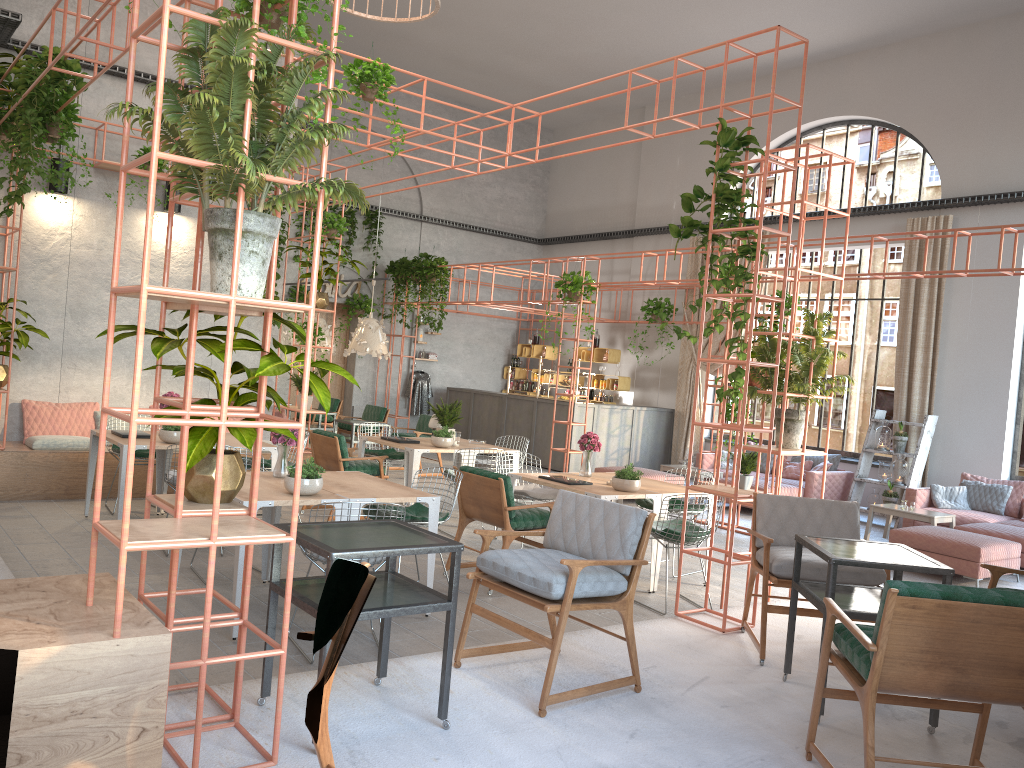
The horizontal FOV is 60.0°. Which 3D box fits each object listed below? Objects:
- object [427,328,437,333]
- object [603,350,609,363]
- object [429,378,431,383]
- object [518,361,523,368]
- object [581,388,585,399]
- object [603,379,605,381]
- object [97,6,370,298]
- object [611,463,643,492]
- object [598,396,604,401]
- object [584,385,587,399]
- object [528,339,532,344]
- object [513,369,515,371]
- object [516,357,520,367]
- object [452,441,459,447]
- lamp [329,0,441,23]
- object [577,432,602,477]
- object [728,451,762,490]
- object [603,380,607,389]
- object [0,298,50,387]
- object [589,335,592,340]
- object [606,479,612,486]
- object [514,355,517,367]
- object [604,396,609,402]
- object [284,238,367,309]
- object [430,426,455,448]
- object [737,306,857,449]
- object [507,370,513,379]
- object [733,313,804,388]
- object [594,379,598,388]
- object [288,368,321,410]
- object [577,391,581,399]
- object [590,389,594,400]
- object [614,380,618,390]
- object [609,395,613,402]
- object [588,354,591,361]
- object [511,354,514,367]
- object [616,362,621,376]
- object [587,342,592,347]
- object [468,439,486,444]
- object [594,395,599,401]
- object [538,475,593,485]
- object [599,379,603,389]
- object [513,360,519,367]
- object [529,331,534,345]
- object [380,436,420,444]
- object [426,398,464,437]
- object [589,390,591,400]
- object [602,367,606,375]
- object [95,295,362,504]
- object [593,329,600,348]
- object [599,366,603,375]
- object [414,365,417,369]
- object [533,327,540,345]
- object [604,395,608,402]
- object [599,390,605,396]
[{"bbox_3d":[-1.671,-1.140,18.745,0.263,0.101,0.013,4,1,-38],"label":"object"},{"bbox_3d":[1.874,-0.550,17.540,0.137,0.261,0.137,5,1,-2],"label":"object"},{"bbox_3d":[-1.739,-0.087,18.847,0.033,0.146,0.070,5,1,24],"label":"object"},{"bbox_3d":[0.190,-0.439,19.800,0.115,0.147,0.115,5,1,7],"label":"object"},{"bbox_3d":[1.436,0.180,17.875,0.082,0.246,0.082,5,1,-5],"label":"object"},{"bbox_3d":[1.835,0.006,17.603,0.069,0.191,0.069,5,1,1],"label":"object"},{"bbox_3d":[-0.981,-0.869,3.294,0.894,1.101,0.900,5,1,17],"label":"object"},{"bbox_3d":[0.948,0.773,7.350,0.247,0.247,0.252,4,1,-38],"label":"object"},{"bbox_3d":[1.757,0.287,17.458,0.115,0.107,0.115,5,1,19],"label":"object"},{"bbox_3d":[1.492,0.164,17.813,0.066,0.291,0.066,6,1,37],"label":"object"},{"bbox_3d":[0.398,-0.924,19.327,0.088,0.123,0.088,5,1,19],"label":"object"},{"bbox_3d":[0.059,-0.222,19.709,0.072,0.248,0.094,4,1,-38],"label":"object"},{"bbox_3d":[0.143,-0.517,19.890,0.066,0.291,0.066,5,1,2],"label":"object"},{"bbox_3d":[-0.641,0.652,9.833,0.115,0.078,0.115,4,1,-32],"label":"object"},{"bbox_3d":[-0.824,-4.570,6.513,0.883,3.476,0.883,5,1,15],"label":"lamp"},{"bbox_3d":[0.701,0.641,8.103,0.225,0.414,0.213,6,1,45],"label":"object"},{"bbox_3d":[2.877,1.037,10.917,0.438,0.527,0.368,4,1,-37],"label":"object"},{"bbox_3d":[1.819,0.008,17.375,0.069,0.191,0.069,5,1,-20],"label":"object"},{"bbox_3d":[-5.197,-0.427,8.931,0.934,0.919,0.903,5,1,24],"label":"object"},{"bbox_3d":[1.612,-0.885,18.039,0.134,0.301,0.134,6,1,41],"label":"object"},{"bbox_3d":[0.872,0.845,7.637,0.115,0.073,0.115,4,1,-43],"label":"object"},{"bbox_3d":[0.077,-0.521,19.842,0.066,0.291,0.066,4,1,-31],"label":"object"},{"bbox_3d":[1.856,0.294,17.534,0.115,0.107,0.115,4,1,-31],"label":"object"},{"bbox_3d":[-2.318,-1.394,11.013,0.934,0.947,0.903,5,1,14],"label":"object"},{"bbox_3d":[-0.748,0.560,9.545,0.248,0.247,0.254,4,1,-38],"label":"object"},{"bbox_3d":[2.213,-0.043,6.954,0.894,1.100,0.900,5,1,-8],"label":"object"},{"bbox_3d":[-0.029,-0.206,19.842,0.131,0.207,0.131,5,1,7],"label":"object"},{"bbox_3d":[3.114,-0.414,10.862,0.923,0.946,0.924,5,1,19],"label":"object"},{"bbox_3d":[1.665,-0.009,17.577,0.069,0.191,0.069,4,1,-26],"label":"object"},{"bbox_3d":[-2.576,0.056,11.043,0.438,0.527,0.368,4,1,-37],"label":"object"},{"bbox_3d":[1.378,0.173,17.958,0.072,0.248,0.094,4,1,-38],"label":"object"},{"bbox_3d":[1.622,0.175,17.924,0.074,0.287,0.072,5,1,-6],"label":"object"},{"bbox_3d":[2.040,0.023,17.157,0.131,0.207,0.131,5,1,7],"label":"object"},{"bbox_3d":[1.963,0.291,17.522,0.073,0.131,0.073,4,1,-45],"label":"object"},{"bbox_3d":[1.589,-0.520,17.804,0.123,0.142,0.141,4,1,-38],"label":"object"},{"bbox_3d":[0.016,-0.526,19.795,0.066,0.291,0.066,5,1,22],"label":"object"},{"bbox_3d":[2.074,-0.293,17.329,0.075,0.273,0.075,6,1,41],"label":"object"},{"bbox_3d":[1.561,-0.795,17.805,0.088,0.123,0.088,5,1,19],"label":"object"},{"bbox_3d":[-0.408,0.674,10.337,0.218,0.041,0.218,4,1,-29],"label":"object"},{"bbox_3d":[1.679,0.278,17.561,0.115,0.107,0.115,4,1,-40],"label":"object"},{"bbox_3d":[0.458,0.833,7.629,0.268,0.031,0.427,4,1,-38],"label":"object"},{"bbox_3d":[1.764,0.002,17.447,0.069,0.191,0.069,5,1,-2],"label":"object"},{"bbox_3d":[0.086,-0.446,19.720,0.115,0.147,0.115,5,1,7],"label":"object"},{"bbox_3d":[0.450,-1.014,19.561,0.134,0.301,0.134,6,1,41],"label":"object"},{"bbox_3d":[-1.240,0.620,9.825,0.268,0.031,0.427,4,1,-38],"label":"object"},{"bbox_3d":[-0.739,0.410,9.986,0.438,0.527,0.368,4,1,-37],"label":"object"},{"bbox_3d":[1.559,0.174,17.872,0.065,0.280,0.065,5,1,6],"label":"object"},{"bbox_3d":[1.811,-0.261,17.462,0.083,0.159,0.083,5,1,7],"label":"object"},{"bbox_3d":[-1.171,0.045,3.741,0.934,0.923,0.903,5,1,19],"label":"object"},{"bbox_3d":[1.703,-0.916,17.864,0.134,0.386,0.134,6,1,41],"label":"object"},{"bbox_3d":[1.756,-0.267,17.535,0.083,0.159,0.083,5,1,7],"label":"object"},{"bbox_3d":[-2.043,-0.363,18.583,0.093,0.121,0.049,4,1,-35],"label":"object"},{"bbox_3d":[0.541,-1.045,19.387,0.134,0.386,0.134,5,1,-4],"label":"object"},{"bbox_3d":[1.853,0.283,17.430,0.073,0.131,0.073,4,1,-45],"label":"object"},{"bbox_3d":[1.780,0.182,17.546,0.115,0.107,0.115,5,1,19],"label":"object"}]
